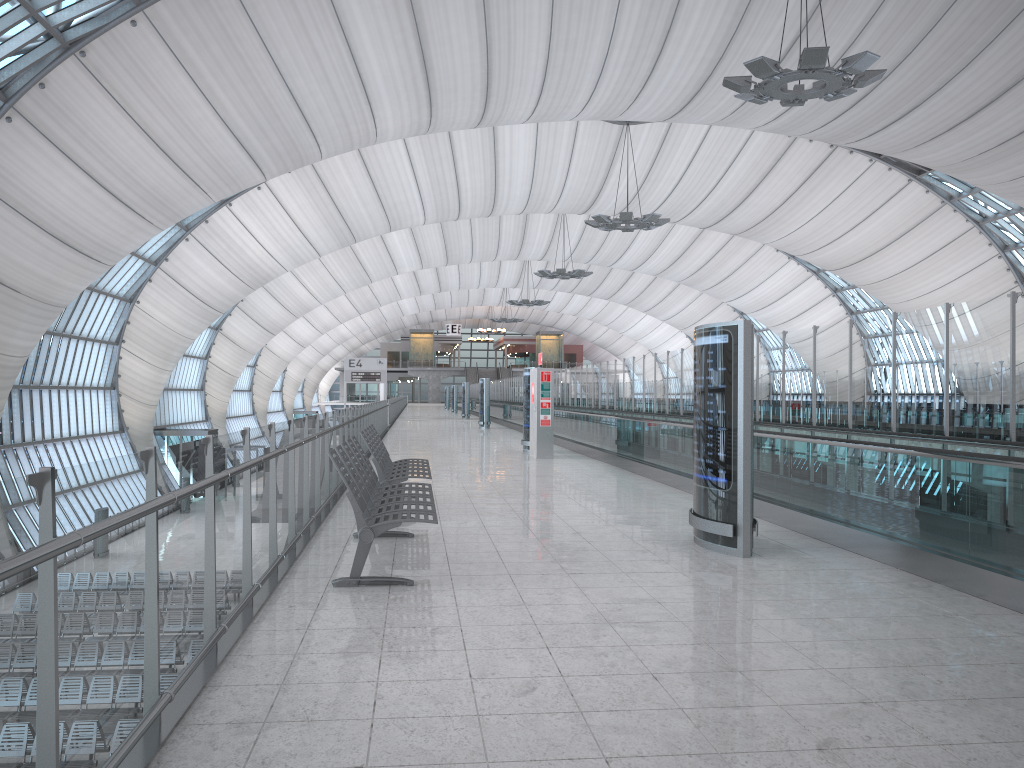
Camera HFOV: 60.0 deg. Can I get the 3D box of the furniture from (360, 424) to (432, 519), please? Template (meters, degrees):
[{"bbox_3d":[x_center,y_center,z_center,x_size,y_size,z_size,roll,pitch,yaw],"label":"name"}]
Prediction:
[{"bbox_3d":[-1.277,0.941,9.933,0.713,0.902,2.520,0,-1,-6],"label":"furniture"}]

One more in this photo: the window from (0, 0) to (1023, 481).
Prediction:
[{"bbox_3d":[1.410,-2.642,78.441,50.537,20.004,167.818,0,-1,-6],"label":"window"}]

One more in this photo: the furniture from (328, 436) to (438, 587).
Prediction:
[{"bbox_3d":[-0.967,0.908,6.927,0.713,0.902,2.520,0,-1,-6],"label":"furniture"}]
